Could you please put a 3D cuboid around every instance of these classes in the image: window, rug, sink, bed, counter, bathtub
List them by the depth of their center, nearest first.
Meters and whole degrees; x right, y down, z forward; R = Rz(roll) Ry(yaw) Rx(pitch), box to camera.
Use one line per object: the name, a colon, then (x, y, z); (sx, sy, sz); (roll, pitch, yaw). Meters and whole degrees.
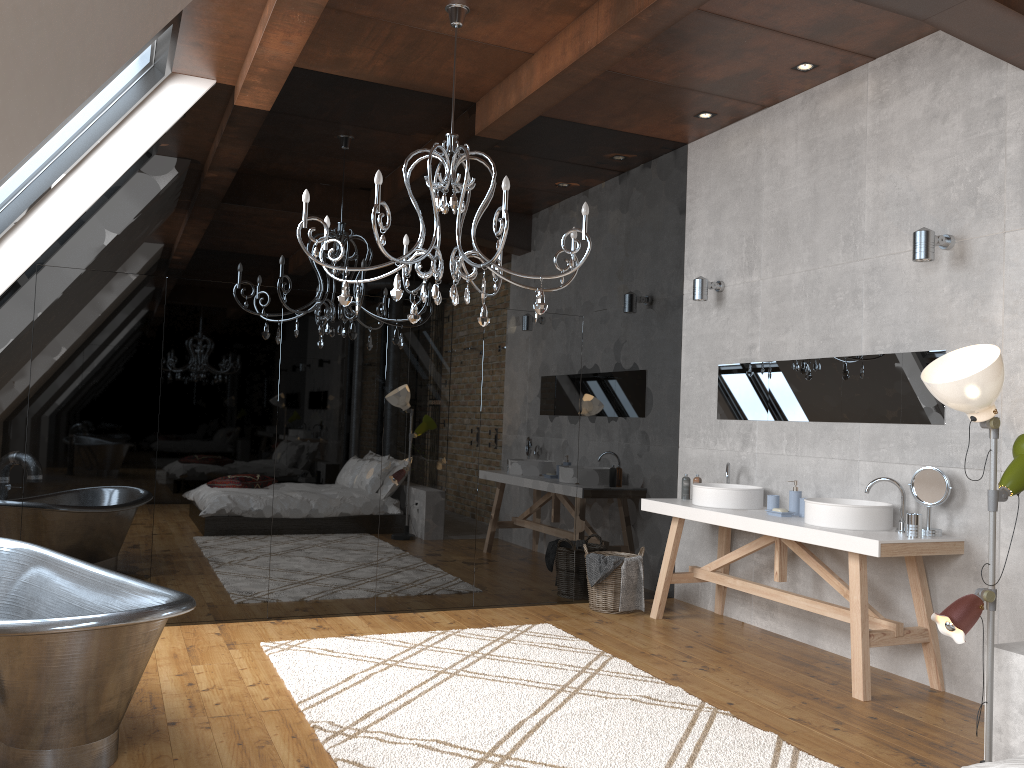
bed: (1.375, 1.144, 1.407); (2.169, 0.442, 2.300); (3, -3, -24)
bathtub: (-1.890, 0.994, 3.372); (1.811, 0.652, 0.872); (0, -3, 38)
rug: (0.081, 1.399, 3.688); (1.726, 0.019, 3.139); (3, -3, -24)
window: (-2.422, -0.895, 3.943); (1.702, 2.162, 1.713); (3, -3, -24)
sink: (1.770, 0.684, 4.671); (0.442, 0.128, 0.445); (1, -3, 30)
counter: (1.546, 1.140, 5.110); (0.630, 0.765, 2.011); (3, -3, -24)
sink: (1.358, 0.705, 5.585); (0.442, 0.128, 0.445); (4, -3, -42)

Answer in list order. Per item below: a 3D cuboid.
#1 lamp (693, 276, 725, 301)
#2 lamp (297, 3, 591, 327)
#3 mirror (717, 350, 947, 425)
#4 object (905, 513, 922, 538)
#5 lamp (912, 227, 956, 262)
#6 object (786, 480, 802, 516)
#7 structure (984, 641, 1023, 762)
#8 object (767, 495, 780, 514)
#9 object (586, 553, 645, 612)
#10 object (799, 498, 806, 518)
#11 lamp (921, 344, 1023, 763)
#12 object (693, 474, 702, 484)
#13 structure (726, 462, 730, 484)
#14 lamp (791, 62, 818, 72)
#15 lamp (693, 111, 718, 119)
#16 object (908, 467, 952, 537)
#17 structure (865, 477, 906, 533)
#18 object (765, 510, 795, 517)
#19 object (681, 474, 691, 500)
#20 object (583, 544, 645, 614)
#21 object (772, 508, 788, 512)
lamp: (1.359, -0.655, 6.118); (0.243, 0.168, 0.101); (3, -3, -24)
lamp: (-0.313, -1.144, 4.550); (1.409, 1.594, 1.409); (2, -2, -2)
mirror: (1.801, 0.036, 5.293); (0.007, 0.377, 1.838); (3, -3, -24)
object: (1.934, 0.681, 4.268); (0.073, 0.111, 0.073); (4, -3, -32)
lamp: (2.114, -0.694, 4.442); (0.243, 0.168, 0.101); (3, -3, -24)
object: (1.651, 0.664, 5.167); (0.076, 0.201, 0.076); (4, -3, -31)
structure: (2.407, 1.182, 2.010); (0.206, 0.494, 2.820); (3, -3, -24)
object: (1.534, 0.707, 5.206); (0.075, 0.108, 0.075); (2, -2, 11)
object: (0.663, 1.318, 5.962); (0.357, 0.361, 0.378); (3, -2, -19)
object: (1.680, 0.707, 5.068); (0.075, 0.108, 0.075); (2, -2, -4)
lamp: (1.665, 0.654, 3.105); (0.561, 1.582, 0.270); (3, -3, -27)
object: (1.248, 0.696, 5.973); (0.058, 0.172, 0.058); (4, -3, -39)
structure: (1.401, 0.646, 5.812); (0.141, 0.268, 0.242); (3, -2, -19)
lamp: (1.699, -1.848, 5.138); (0.113, 0.027, 0.115); (3, -3, -24)
lamp: (1.310, -1.828, 6.003); (0.113, 0.027, 0.115); (3, -3, -24)
object: (2.064, 0.578, 4.385); (0.192, 0.338, 0.118); (1, -3, 22)
structure: (1.960, 0.617, 4.570); (0.141, 0.268, 0.242); (4, -3, -29)
object: (1.535, 0.742, 5.079); (0.100, 0.031, 0.147); (3, -3, -22)
object: (1.172, 0.693, 5.974); (0.058, 0.172, 0.058); (0, -3, 45)
object: (0.683, 1.311, 6.008); (0.393, 0.432, 0.393); (4, -3, -32)
object: (1.536, 0.728, 5.079); (0.067, 0.035, 0.084); (3, -3, -22)
